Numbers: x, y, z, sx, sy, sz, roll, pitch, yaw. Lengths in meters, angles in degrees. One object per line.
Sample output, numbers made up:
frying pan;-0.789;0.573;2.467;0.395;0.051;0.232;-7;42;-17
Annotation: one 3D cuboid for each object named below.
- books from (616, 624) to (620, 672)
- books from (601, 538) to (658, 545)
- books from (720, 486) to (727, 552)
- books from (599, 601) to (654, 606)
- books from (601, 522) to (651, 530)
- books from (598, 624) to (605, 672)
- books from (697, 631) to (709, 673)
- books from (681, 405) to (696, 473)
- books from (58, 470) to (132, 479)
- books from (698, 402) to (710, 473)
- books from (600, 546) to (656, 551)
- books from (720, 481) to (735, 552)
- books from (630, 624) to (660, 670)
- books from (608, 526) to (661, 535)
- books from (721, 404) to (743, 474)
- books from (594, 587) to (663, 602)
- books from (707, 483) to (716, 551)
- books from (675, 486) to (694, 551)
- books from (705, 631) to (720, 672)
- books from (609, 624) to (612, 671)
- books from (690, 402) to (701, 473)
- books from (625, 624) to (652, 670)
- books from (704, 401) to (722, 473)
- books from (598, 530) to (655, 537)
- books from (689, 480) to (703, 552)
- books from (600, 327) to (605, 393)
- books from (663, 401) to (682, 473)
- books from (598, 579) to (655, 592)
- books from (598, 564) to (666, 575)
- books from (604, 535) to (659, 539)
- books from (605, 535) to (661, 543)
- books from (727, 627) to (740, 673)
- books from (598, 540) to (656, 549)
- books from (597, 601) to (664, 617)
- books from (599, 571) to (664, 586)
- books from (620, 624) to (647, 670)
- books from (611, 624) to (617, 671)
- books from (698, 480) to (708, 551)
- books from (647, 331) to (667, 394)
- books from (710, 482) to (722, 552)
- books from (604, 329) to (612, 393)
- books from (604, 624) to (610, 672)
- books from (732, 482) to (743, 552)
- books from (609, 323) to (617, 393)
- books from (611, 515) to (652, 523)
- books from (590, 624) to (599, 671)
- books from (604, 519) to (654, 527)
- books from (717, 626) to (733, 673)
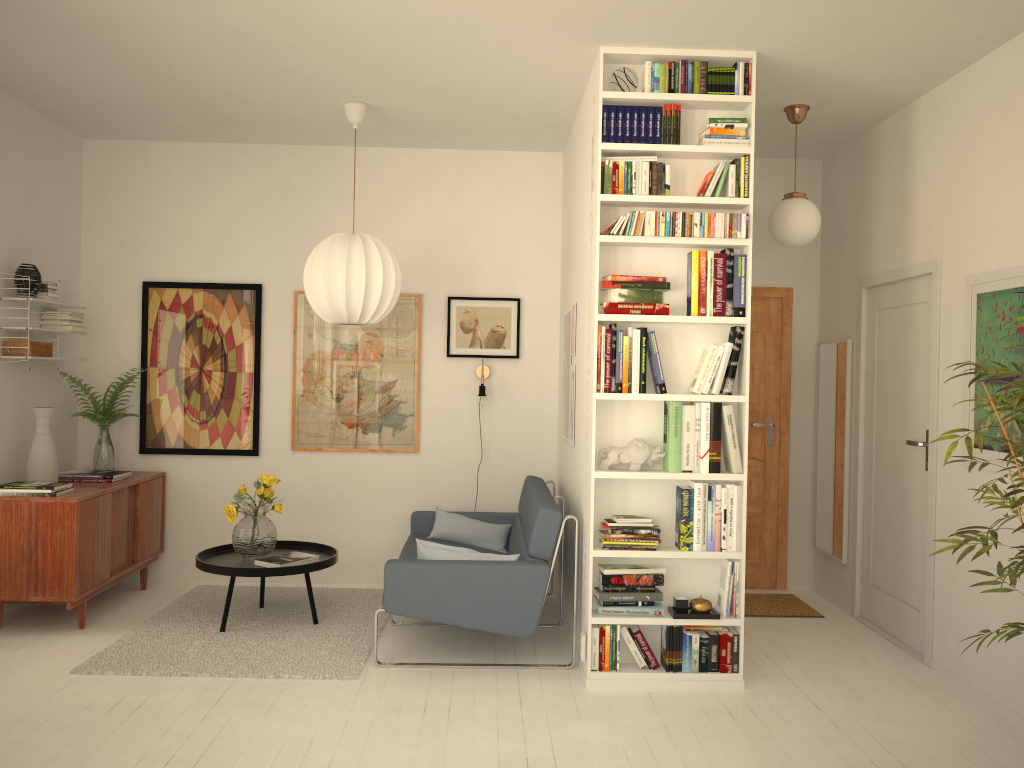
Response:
books;0.479;1.199;4.114;0.010;0.215;0.193;1;0;-2
books;0.539;0.725;4.114;0.248;0.009;0.171;1;1;1
books;0.961;0.618;4.132;0.022;0.291;0.208;1;0;-2
books;0.524;1.003;4.138;0.241;0.024;0.168;1;1;-7
books;0.523;0.654;4.117;0.221;0.010;0.169;1;1;1
books;0.407;1.203;4.117;0.026;0.206;0.187;1;0;-2
books;0.871;1.231;4.140;0.048;0.163;0.209;1;0;-2
books;0.799;0.252;4.135;0.065;0.311;0.200;1;0;-2
books;-2.523;0.543;5.330;0.368;0.020;0.255;1;1;1
books;0.875;0.245;4.142;0.037;0.324;0.240;1;0;-2
books;0.533;0.749;4.108;0.247;0.009;0.170;1;1;1
books;0.992;0.612;4.122;0.037;0.308;0.161;1;0;-2
books;0.614;1.215;4.120;0.131;0.188;0.136;1;0;-2
books;0.566;0.674;4.125;0.235;0.025;0.163;1;1;5
books;1.002;0.251;4.147;0.099;0.316;0.229;1;0;-2
books;0.533;0.972;4.122;0.297;0.039;0.165;1;1;-7
books;0.908;0.614;4.112;0.035;0.304;0.150;1;0;-2
books;0.796;0.618;4.136;0.057;0.284;0.200;1;0;-2
books;0.920;1.229;4.155;0.050;0.170;0.221;1;0;-2
books;0.446;1.202;4.127;0.012;0.206;0.193;1;0;-2
books;0.843;0.245;4.154;0.023;0.321;0.235;1;0;-2
books;0.582;1.210;4.113;0.118;0.192;0.118;1;0;-2
books;0.923;0.243;4.138;0.056;0.327;0.202;1;0;-2
books;0.528;0.692;4.103;0.238;0.012;0.120;1;1;-7
books;0.844;0.605;4.149;0.037;0.312;0.241;1;0;-2
books;0.410;-0.111;4.126;0.015;0.301;0.207;1;0;-2
books;0.738;0.241;4.129;0.056;0.328;0.228;1;0;-2
books;0.529;0.936;4.122;0.247;0.039;0.143;1;1;-5
books;0.552;0.856;4.139;0.297;0.024;0.162;1;1;-11
books;0.544;0.702;4.121;0.250;0.008;0.135;1;1;-5
books;0.563;0.713;4.141;0.255;0.014;0.197;1;1;8
books;1.017;1.228;4.156;0.032;0.176;0.230;1;0;-2
books;0.527;0.737;4.106;0.246;0.014;0.173;1;1;-3
books;0.548;1.038;4.138;0.297;0.038;0.204;1;1;3
books;0.547;0.893;4.124;0.285;0.047;0.185;1;1;-2
books;0.552;1.206;4.119;0.135;0.200;0.134;1;0;-2
books;0.463;1.198;4.129;0.021;0.215;0.174;1;0;-2
books;0.876;0.606;4.152;0.027;0.311;0.228;1;0;-2
books;0.659;-0.099;4.124;0.093;0.288;0.200;1;0;-2
books;0.937;0.610;4.145;0.025;0.305;0.213;1;0;-2
books;0.434;-0.105;4.119;0.032;0.291;0.203;1;0;-2
books;0.431;1.201;4.113;0.020;0.211;0.185;1;0;-2
books;1.027;0.613;4.154;0.039;0.303;0.229;1;0;-2
books;0.461;-0.118;4.120;0.021;0.317;0.179;1;0;-2
books;0.549;0.623;4.105;0.166;0.019;0.127;1;1;-9
books;0.373;1.207;4.120;0.039;0.199;0.185;1;0;-2
books;0.537;0.641;4.126;0.212;0.017;0.165;1;1;-4
books;0.973;1.226;4.137;0.056;0.180;0.202;1;0;-2
